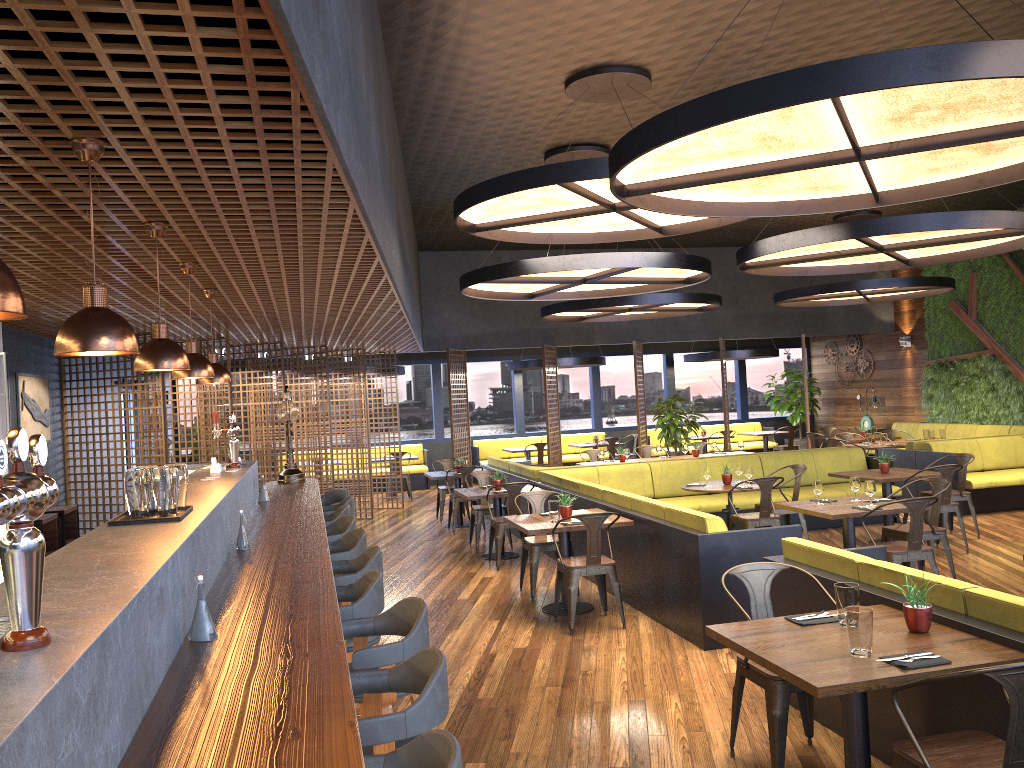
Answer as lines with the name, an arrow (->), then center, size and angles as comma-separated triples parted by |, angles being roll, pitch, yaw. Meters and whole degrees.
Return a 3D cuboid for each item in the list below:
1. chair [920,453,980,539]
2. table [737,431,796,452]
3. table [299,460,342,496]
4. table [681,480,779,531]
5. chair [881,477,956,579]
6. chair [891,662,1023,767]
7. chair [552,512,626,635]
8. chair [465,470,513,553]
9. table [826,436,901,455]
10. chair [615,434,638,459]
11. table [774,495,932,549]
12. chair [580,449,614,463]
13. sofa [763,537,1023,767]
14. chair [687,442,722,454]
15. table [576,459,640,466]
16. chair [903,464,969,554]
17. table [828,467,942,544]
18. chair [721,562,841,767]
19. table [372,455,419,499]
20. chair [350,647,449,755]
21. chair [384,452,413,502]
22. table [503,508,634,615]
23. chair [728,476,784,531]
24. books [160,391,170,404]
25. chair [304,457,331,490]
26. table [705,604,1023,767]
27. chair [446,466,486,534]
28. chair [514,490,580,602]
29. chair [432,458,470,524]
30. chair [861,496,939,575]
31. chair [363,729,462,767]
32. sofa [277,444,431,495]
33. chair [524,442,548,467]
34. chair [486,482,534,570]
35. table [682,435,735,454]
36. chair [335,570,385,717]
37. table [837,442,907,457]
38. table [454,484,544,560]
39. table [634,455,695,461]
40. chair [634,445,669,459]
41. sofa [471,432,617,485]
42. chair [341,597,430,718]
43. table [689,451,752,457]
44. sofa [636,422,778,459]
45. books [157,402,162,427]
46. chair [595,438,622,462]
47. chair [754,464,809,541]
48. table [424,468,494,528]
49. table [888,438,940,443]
chair -> 4.844, 1.244, 9.846 | 0.541, 0.917, 0.504 | -3, -1, -13
table -> 5.411, 1.411, 18.836 | 0.887, 0.763, 0.906 | -3, -1, -13
table -> -3.634, 1.864, 16.720 | 0.887, 0.763, 0.906 | -3, -1, -13
table -> 2.332, 1.451, 9.427 | 1.007, 0.760, 1.007 | -3, -1, 24
chair -> 3.508, 1.286, 7.671 | 0.541, 0.917, 0.504 | -3, -1, -13
chair -> 1.595, 1.327, 3.016 | 0.504, 0.917, 0.541 | -3, -1, -13
chair -> 0.590, 1.432, 6.936 | 0.504, 0.917, 0.541 | -3, -1, -13
chair -> -0.288, 1.529, 10.780 | 0.504, 0.917, 0.541 | -3, -1, -13
table -> 6.231, 1.327, 15.705 | 0.887, 0.763, 0.906 | -3, -1, -13
chair -> 2.335, 1.486, 18.106 | 0.541, 0.917, 0.504 | -3, -1, -13
table -> 2.874, 1.397, 7.494 | 0.906, 0.763, 0.887 | -3, -1, -13
chair -> 1.349, 1.481, 13.780 | 0.504, 0.917, 0.541 | -3, -1, -13
sofa -> 2.317, 1.303, 3.850 | 0.966, 0.914, 3.061 | -3, -1, -13
chair -> 3.106, 1.393, 14.191 | 0.504, 0.917, 0.541 | -3, -1, -13
table -> 1.524, 1.541, 13.025 | 0.906, 0.763, 0.887 | -3, -1, -13
chair -> 4.313, 1.262, 9.057 | 0.504, 0.917, 0.541 | -3, -1, -13
table -> 4.144, 1.359, 9.738 | 0.887, 0.763, 0.906 | -3, -1, -13
chair -> 1.309, 1.358, 4.246 | 0.504, 0.917, 0.541 | -3, -1, -13
table -> -2.272, 1.796, 17.038 | 0.887, 0.763, 0.906 | -3, -1, -13
chair -> -0.391, 1.363, 2.673 | 0.438, 1.048, 0.483 | -3, -1, 16
chair -> -2.100, 1.699, 16.363 | 0.504, 0.917, 0.541 | -3, -1, -13
table -> 0.475, 1.525, 7.545 | 0.887, 0.763, 0.906 | -3, -1, -13
chair -> 2.437, 1.358, 8.821 | 0.504, 0.917, 0.541 | -3, -1, -13
books -> -6.397, 0.254, 16.340 | 0.177, 0.245, 0.450 | -3, -1, -13
chair -> -3.491, 1.768, 16.037 | 0.504, 0.917, 0.541 | -3, -1, -13
table -> 1.420, 1.423, 3.614 | 0.906, 0.763, 0.887 | -3, -1, -13
chair -> -0.641, 1.566, 12.198 | 0.504, 0.917, 0.541 | -3, -1, -13
chair -> 0.309, 1.463, 8.148 | 0.504, 0.917, 0.541 | -3, -1, -13
chair -> -0.919, 1.597, 13.392 | 0.504, 0.917, 0.541 | -3, -1, -13
chair -> 2.996, 1.303, 6.834 | 0.504, 0.917, 0.541 | -3, -1, -13
chair -> -0.311, 1.350, 1.990 | 0.438, 1.048, 0.483 | -2, -1, -42
sofa -> -3.256, 1.787, 18.159 | 3.061, 0.914, 0.966 | -3, -1, -13
chair -> 0.509, 1.568, 16.973 | 0.504, 0.917, 0.541 | -3, -1, -13
chair -> -0.006, 1.498, 9.566 | 0.504, 0.917, 0.541 | -3, -1, -13
table -> 4.050, 1.479, 18.521 | 0.906, 0.763, 0.887 | -3, -1, -13
chair -> -0.791, 1.403, 4.064 | 0.438, 1.048, 0.483 | -2, -1, -42
table -> 5.758, 1.327, 13.860 | 0.887, 0.763, 0.906 | -3, -1, -13
table -> -0.137, 1.592, 10.174 | 0.887, 0.763, 0.906 | -3, -1, -13
table -> 2.405, 1.497, 13.231 | 0.906, 0.763, 0.887 | -3, -1, -13
chair -> 2.230, 1.437, 13.986 | 0.504, 0.917, 0.541 | -3, -1, -13
sofa -> 0.706, 1.589, 19.086 | 3.061, 0.914, 0.966 | -3, -1, -13
chair -> -0.516, 1.379, 3.390 | 0.438, 1.048, 0.483 | -3, -1, 7
table -> 3.283, 1.453, 13.442 | 0.906, 0.763, 0.887 | -3, -1, -13
sofa -> 4.392, 1.404, 19.948 | 3.061, 0.914, 0.966 | -3, -1, -13
books -> -6.222, 0.523, 15.682 | 0.223, 0.489, 0.286 | -3, -1, -22
chair -> 1.900, 1.498, 17.299 | 0.504, 0.917, 0.541 | -3, -1, -13
chair -> 2.908, 1.343, 9.568 | 0.541, 0.917, 0.504 | -3, -1, -13
table -> -0.753, 1.659, 12.802 | 0.887, 0.763, 0.906 | -3, -1, -13
table -> 6.665, 1.282, 14.073 | 0.887, 0.763, 0.906 | -3, -1, -13
